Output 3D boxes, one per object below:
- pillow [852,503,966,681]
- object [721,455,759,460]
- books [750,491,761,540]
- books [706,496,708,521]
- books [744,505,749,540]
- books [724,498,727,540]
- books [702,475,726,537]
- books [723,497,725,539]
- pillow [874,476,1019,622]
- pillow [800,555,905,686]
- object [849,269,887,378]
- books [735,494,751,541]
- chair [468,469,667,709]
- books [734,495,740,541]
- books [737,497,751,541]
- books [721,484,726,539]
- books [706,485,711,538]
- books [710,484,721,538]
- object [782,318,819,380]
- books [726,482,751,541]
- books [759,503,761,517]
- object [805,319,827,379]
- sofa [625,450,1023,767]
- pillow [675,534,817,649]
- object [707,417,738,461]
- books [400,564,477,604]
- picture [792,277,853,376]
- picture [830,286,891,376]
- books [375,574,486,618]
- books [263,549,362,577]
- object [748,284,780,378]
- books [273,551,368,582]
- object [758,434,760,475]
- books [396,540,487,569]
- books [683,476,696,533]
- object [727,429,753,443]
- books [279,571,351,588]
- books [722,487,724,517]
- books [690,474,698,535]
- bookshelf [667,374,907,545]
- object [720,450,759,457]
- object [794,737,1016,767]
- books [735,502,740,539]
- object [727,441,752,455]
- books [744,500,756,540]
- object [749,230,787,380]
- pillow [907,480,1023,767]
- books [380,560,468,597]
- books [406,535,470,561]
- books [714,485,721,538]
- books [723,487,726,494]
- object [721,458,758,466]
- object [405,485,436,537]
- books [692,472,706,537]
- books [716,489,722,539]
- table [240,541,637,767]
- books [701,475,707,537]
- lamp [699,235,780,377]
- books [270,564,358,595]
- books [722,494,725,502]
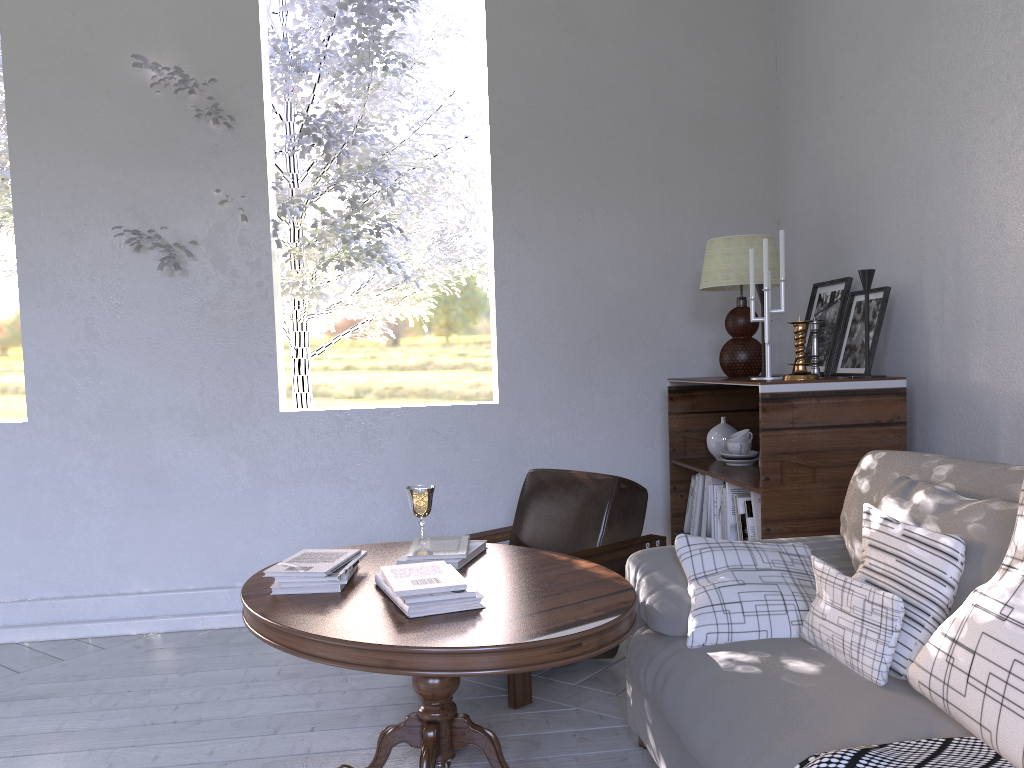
[{"bbox_3d":[0.658,0.361,1.532,0.129,0.270,0.310,-2,2,-3],"label":"pillow"},{"bbox_3d":[0.732,0.239,2.845,0.121,0.021,0.121,-1,2,42],"label":"object"},{"bbox_3d":[0.731,0.407,2.431,0.126,0.234,0.078,-2,4,-7],"label":"books"},{"bbox_3d":[0.662,0.422,2.768,0.120,0.186,0.025,-3,4,-12],"label":"books"},{"bbox_3d":[0.724,0.430,2.489,0.120,0.185,0.060,-2,4,-7],"label":"books"},{"bbox_3d":[0.686,0.425,2.623,0.115,0.184,0.009,-2,4,-2],"label":"books"},{"bbox_3d":[0.699,0.393,2.804,0.174,0.243,0.104,-2,3,-7],"label":"books"},{"bbox_3d":[0.687,0.425,2.640,0.115,0.182,0.009,-2,4,-2],"label":"books"},{"bbox_3d":[0.743,0.337,1.521,0.151,0.314,0.489,-2,2,-7],"label":"pillow"},{"bbox_3d":[0.582,0.403,1.525,0.070,0.167,0.283,-3,2,-10],"label":"pillow"},{"bbox_3d":[0.948,-0.159,2.365,0.095,0.289,0.095,-1,4,15],"label":"object"},{"bbox_3d":[0.710,0.417,2.519,0.129,0.210,0.074,-2,4,-7],"label":"books"},{"bbox_3d":[0.036,0.548,2.562,0.704,0.555,0.495,-4,3,-42],"label":"chair"},{"bbox_3d":[0.714,0.419,2.550,0.131,0.203,0.064,-2,4,-7],"label":"books"},{"bbox_3d":[0.712,0.422,2.502,0.131,0.203,0.064,-2,4,-7],"label":"books"},{"bbox_3d":[0.700,0.409,2.690,0.129,0.212,0.020,-2,4,-2],"label":"books"},{"bbox_3d":[0.661,0.412,2.757,0.120,0.208,0.026,-3,4,-12],"label":"books"},{"bbox_3d":[0.679,0.411,2.731,0.131,0.207,0.011,-2,4,-2],"label":"books"},{"bbox_3d":[0.776,-0.097,2.387,0.096,0.172,0.096,-1,3,12],"label":"object"},{"bbox_3d":[0.692,0.399,2.599,0.126,0.237,0.018,-2,4,-2],"label":"books"},{"bbox_3d":[0.741,0.423,2.414,0.114,0.200,0.061,-2,4,-7],"label":"books"},{"bbox_3d":[0.841,-0.101,2.456,0.062,0.172,0.062,-4,4,-31],"label":"object"},{"bbox_3d":[0.716,0.498,1.150,0.766,0.684,1.859,-2,2,-7],"label":"sofa"},{"bbox_3d":[0.485,0.419,1.790,0.310,0.206,0.215,-2,3,-1],"label":"pillow"},{"bbox_3d":[0.714,0.184,2.987,0.111,0.148,0.122,-2,3,-10],"label":"object"},{"bbox_3d":[-0.163,0.388,1.731,0.135,0.010,0.240,-2,1,-16],"label":"books"},{"bbox_3d":[0.974,-0.175,2.793,0.095,0.301,0.231,-2,3,-7],"label":"picture"},{"bbox_3d":[1.000,-0.145,2.551,0.080,0.252,0.202,-2,3,-7],"label":"picture"},{"bbox_3d":[-0.167,0.405,1.739,0.149,0.021,0.278,-2,1,-21],"label":"books"},{"bbox_3d":[-0.420,0.380,1.887,0.136,0.011,0.216,-2,1,9],"label":"books"},{"bbox_3d":[0.773,-0.161,2.724,0.095,0.289,0.095,-1,4,15],"label":"object"},{"bbox_3d":[-0.405,0.389,1.900,0.134,0.010,0.240,-2,1,4],"label":"books"},{"bbox_3d":[0.779,0.160,2.499,0.143,0.224,0.190,-3,3,-17],"label":"object"},{"bbox_3d":[-0.160,0.397,2.076,0.147,0.018,0.230,-2,1,14],"label":"books"},{"bbox_3d":[0.673,0.405,2.995,0.161,0.210,0.126,-2,3,-7],"label":"books"},{"bbox_3d":[0.729,0.180,2.842,0.078,0.068,0.082,-2,2,8],"label":"object"},{"bbox_3d":[-0.412,0.400,1.893,0.136,0.010,0.214,-2,1,-6],"label":"books"},{"bbox_3d":[0.700,0.412,2.674,0.131,0.207,0.011,-2,4,-2],"label":"books"},{"bbox_3d":[0.683,0.401,2.954,0.161,0.219,0.100,-2,3,-7],"label":"books"},{"bbox_3d":[0.797,0.381,2.713,0.400,0.802,0.798,-2,3,-7],"label":"bookshelf"},{"bbox_3d":[0.731,0.229,2.847,0.121,0.024,0.121,-2,1,-3],"label":"object"},{"bbox_3d":[0.198,0.673,1.125,1.497,0.396,0.495,-1,2,23],"label":"object"},{"bbox_3d":[0.712,0.425,2.535,0.125,0.193,0.065,-2,4,-7],"label":"books"},{"bbox_3d":[0.729,0.209,2.844,0.082,0.050,0.079,-3,2,-34],"label":"object"},{"bbox_3d":[0.719,0.422,2.450,0.131,0.203,0.064,-2,4,-7],"label":"books"},{"bbox_3d":[0.733,-0.225,2.541,0.101,0.425,0.100,-4,4,-24],"label":"object"},{"bbox_3d":[0.719,0.309,1.139,0.219,0.386,0.453,-2,2,-5],"label":"pillow"},{"bbox_3d":[-0.177,0.378,1.730,0.136,0.010,0.214,-2,1,-16],"label":"books"},{"bbox_3d":[-0.169,0.383,2.077,0.136,0.011,0.214,-2,1,-1],"label":"books"},{"bbox_3d":[0.687,0.411,2.720,0.131,0.207,0.011,-2,4,-2],"label":"books"},{"bbox_3d":[0.701,0.412,2.663,0.131,0.207,0.011,-2,4,-2],"label":"books"},{"bbox_3d":[0.732,0.249,2.845,0.121,0.021,0.121,-1,2,42],"label":"object"},{"bbox_3d":[-0.229,0.333,2.233,0.076,0.149,0.076,-3,3,-11],"label":"object"},{"bbox_3d":[0.684,0.394,2.892,0.172,0.236,0.112,-2,3,-7],"label":"books"},{"bbox_3d":[0.688,0.417,2.707,0.125,0.196,0.015,-2,4,-2],"label":"books"},{"bbox_3d":[-0.161,0.629,1.866,0.737,0.433,0.949,-3,2,-37],"label":"table"},{"bbox_3d":[0.700,0.392,2.847,0.172,0.240,0.093,-2,4,-7],"label":"books"},{"bbox_3d":[0.749,-0.246,2.889,0.268,0.448,0.266,-4,4,-32],"label":"lamp"},{"bbox_3d":[-0.419,0.413,1.899,0.141,0.015,0.221,-2,1,-1],"label":"books"},{"bbox_3d":[0.692,0.421,2.651,0.120,0.189,0.012,-2,4,-2],"label":"books"}]
